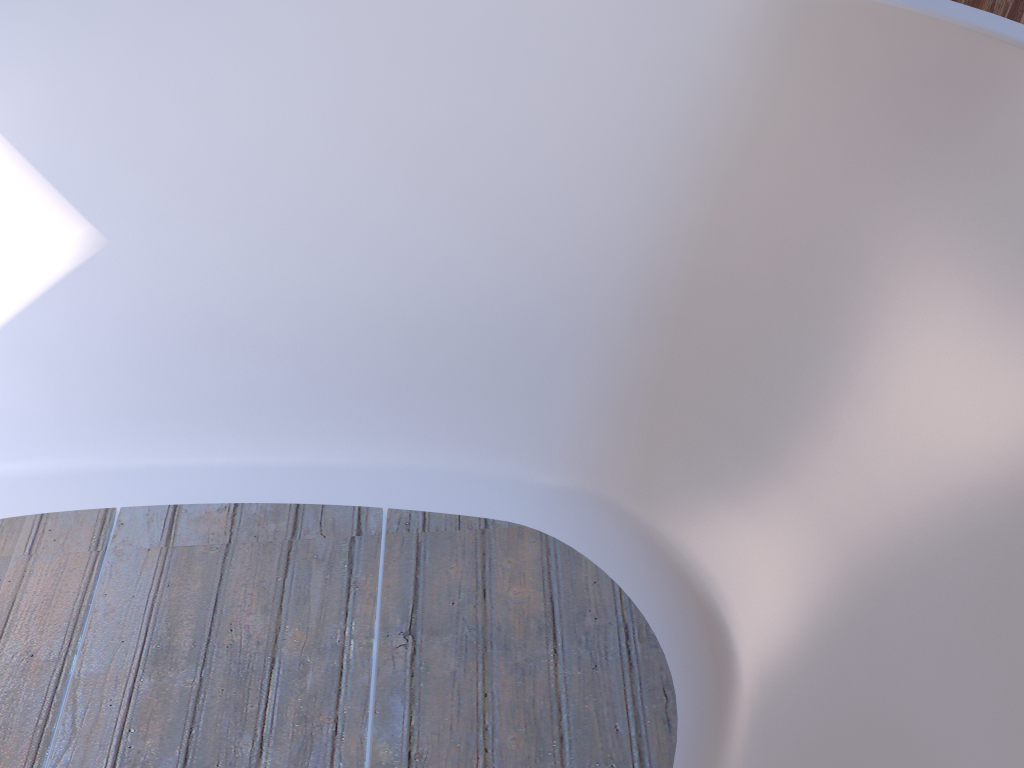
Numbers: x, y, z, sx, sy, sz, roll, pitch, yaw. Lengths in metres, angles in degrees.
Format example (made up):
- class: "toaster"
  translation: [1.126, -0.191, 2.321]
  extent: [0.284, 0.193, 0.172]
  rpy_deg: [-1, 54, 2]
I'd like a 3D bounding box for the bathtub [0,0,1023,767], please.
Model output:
- class: "bathtub"
  translation: [-0.445, 0.105, 0.636]
  extent: [1.935, 1.109, 1.460]
  rpy_deg: [14, 54, 15]
